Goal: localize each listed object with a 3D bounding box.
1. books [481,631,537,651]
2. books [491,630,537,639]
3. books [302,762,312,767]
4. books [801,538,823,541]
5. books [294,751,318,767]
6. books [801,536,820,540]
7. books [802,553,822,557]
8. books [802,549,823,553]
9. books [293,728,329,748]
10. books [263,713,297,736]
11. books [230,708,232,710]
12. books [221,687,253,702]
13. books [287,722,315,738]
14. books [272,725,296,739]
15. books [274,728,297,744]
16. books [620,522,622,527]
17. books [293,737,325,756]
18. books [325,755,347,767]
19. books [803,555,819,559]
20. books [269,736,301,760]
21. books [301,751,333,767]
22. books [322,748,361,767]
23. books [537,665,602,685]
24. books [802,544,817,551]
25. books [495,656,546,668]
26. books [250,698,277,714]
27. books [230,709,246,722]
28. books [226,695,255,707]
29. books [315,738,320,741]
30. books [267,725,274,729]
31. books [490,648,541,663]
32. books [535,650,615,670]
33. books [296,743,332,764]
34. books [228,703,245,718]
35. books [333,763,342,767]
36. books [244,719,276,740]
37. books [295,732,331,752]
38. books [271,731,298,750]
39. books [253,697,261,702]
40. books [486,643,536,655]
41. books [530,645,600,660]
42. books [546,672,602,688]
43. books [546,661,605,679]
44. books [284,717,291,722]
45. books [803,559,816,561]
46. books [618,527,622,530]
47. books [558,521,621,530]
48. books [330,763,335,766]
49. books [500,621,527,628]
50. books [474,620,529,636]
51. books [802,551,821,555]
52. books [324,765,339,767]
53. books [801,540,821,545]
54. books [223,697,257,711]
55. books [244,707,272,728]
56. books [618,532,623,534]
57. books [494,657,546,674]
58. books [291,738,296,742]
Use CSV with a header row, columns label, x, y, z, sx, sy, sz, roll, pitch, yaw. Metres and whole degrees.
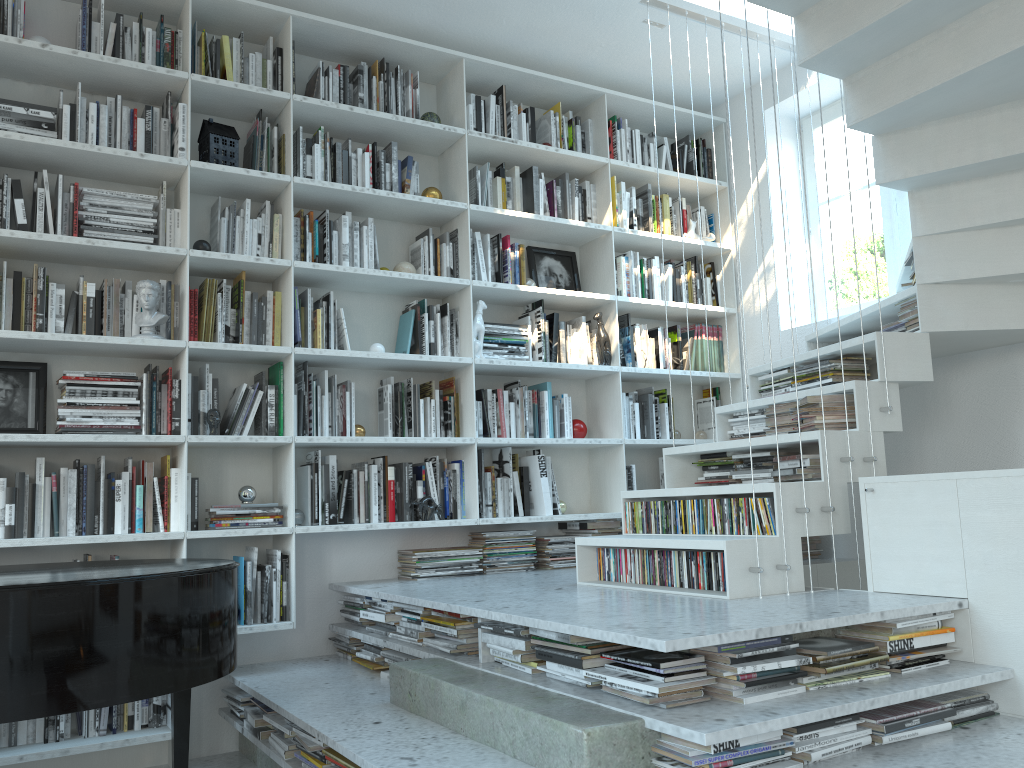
label,x,y,z,sx,sy,sz,roll,pitch,yaw
books,0.044,0.777,2.710,0.174,0.029,0.250,3,-9,-32
books,0.052,0.755,2.718,0.145,0.017,0.208,3,-10,-35
books,-0.537,1.171,2.716,0.157,0.014,0.180,3,-9,-33
books,1.365,0.767,4.354,0.262,0.006,0.185,2,-9,-29
books,-0.541,1.150,2.716,0.159,0.012,0.292,3,-9,-33
books,1.365,0.756,4.356,0.233,0.015,0.169,2,-9,-25
books,1.375,0.837,4.333,0.243,0.008,0.147,3,-9,-33
books,1.375,0.817,4.334,0.259,0.009,0.152,2,-9,-29
books,-0.548,1.068,2.724,0.171,0.015,0.253,3,-9,-33
books,-0.706,1.134,2.986,0.180,0.015,0.294,3,-9,-32
books,-0.997,1.284,3.497,0.155,0.009,0.233,3,-10,-35
books,-1.014,1.214,3.497,0.191,0.013,0.244,3,-10,-34
books,-0.559,1.047,2.721,0.193,0.005,0.225,3,-10,-34
books,-0.703,1.151,2.986,0.171,0.020,0.194,2,-9,-26
books,-0.687,1.177,2.991,0.149,0.007,0.300,2,-9,-30
books,0.608,0.738,4.671,0.354,0.017,0.198,2,-9,-30
books,-0.548,1.096,2.720,0.169,0.009,0.242,3,-10,-34
books,-0.393,1.041,2.456,0.165,0.014,0.236,3,-10,-35
books,1.391,0.842,4.305,0.190,0.011,0.091,3,-9,-32
books,-0.703,1.207,2.977,0.177,0.026,0.230,2,-9,-27
books,-0.537,1.138,2.720,0.165,0.012,0.205,2,-9,-30
books,-0.396,1.028,2.456,0.179,0.012,0.249,3,-9,-33
books,0.205,0.794,2.445,0.154,0.007,0.293,2,-9,-27
books,1.372,0.799,4.340,0.179,0.029,0.152,3,-9,-34
books,0.067,0.837,2.715,0.136,0.013,0.258,2,-9,-30
books,-0.851,1.172,3.256,0.160,0.009,0.292,2,-9,-28
books,-0.996,1.296,3.496,0.171,0.016,0.241,2,-9,-30
books,-1.006,1.238,3.499,0.188,0.009,0.211,3,-9,-31
books,-0.546,1.055,2.727,0.174,0.011,0.228,3,-9,-31
books,-0.847,1.228,3.250,0.147,0.012,0.206,3,-10,-35
books,0.051,0.818,2.708,0.167,0.024,0.192,2,-9,-29
books,0.200,0.749,2.448,0.177,0.026,0.230,2,-9,-30
books,-0.543,1.119,2.720,0.159,0.011,0.246,3,-10,-34
books,-1.006,1.273,3.494,0.179,0.012,0.262,2,-9,-27
books,-0.385,1.053,2.459,0.169,0.009,0.242,2,-9,-30
books,-0.856,1.248,3.242,0.189,0.030,0.238,2,-9,-30
books,-0.554,1.083,2.718,0.182,0.016,0.199,2,-9,-25
books,-0.698,1.187,2.983,0.172,0.014,0.221,2,-9,-29
books,-0.843,1.165,3.262,0.126,0.005,0.291,3,-10,-35
books,0.041,0.798,2.705,0.178,0.015,0.188,2,-9,-25
books,0.196,0.731,2.448,0.187,0.009,0.251,2,-9,-30
books,0.209,0.807,2.445,0.142,0.020,0.231,2,-9,-25
books,0.209,0.776,2.450,0.155,0.028,0.190,2,-9,-29
books,-0.698,1.106,2.995,0.159,0.006,0.285,2,-9,-28
books,1.380,0.861,4.322,0.231,0.020,0.142,2,-9,-30
books,0.611,0.754,4.664,0.354,0.017,0.198,2,-9,-28
books,0.391,0.715,4.494,0.204,0.035,0.267,2,-9,-29
books,-0.526,1.129,2.728,0.123,0.008,0.294,2,-9,-27
books,0.057,0.726,2.725,0.134,0.014,0.181,2,-9,-25
books,0.031,0.738,2.708,0.192,0.014,0.257,3,-10,-34
books,1.371,0.829,4.340,0.224,0.012,0.160,2,-9,-26
books,-0.392,1.085,2.450,0.182,0.013,0.287,2,-9,-29
books,1.372,0.776,4.342,0.232,0.017,0.163,2,-9,-30
books,-1.008,1.248,3.496,0.177,0.012,0.279,3,-10,-34
books,-0.865,1.208,3.243,0.191,0.028,0.213,2,-9,-26
books,0.615,0.770,4.657,0.315,0.018,0.200,3,-10,-34
books,0.059,0.851,2.708,0.132,0.016,0.262,2,-9,-25
books,-0.688,1.168,2.992,0.147,0.012,0.206,2,-9,-29
